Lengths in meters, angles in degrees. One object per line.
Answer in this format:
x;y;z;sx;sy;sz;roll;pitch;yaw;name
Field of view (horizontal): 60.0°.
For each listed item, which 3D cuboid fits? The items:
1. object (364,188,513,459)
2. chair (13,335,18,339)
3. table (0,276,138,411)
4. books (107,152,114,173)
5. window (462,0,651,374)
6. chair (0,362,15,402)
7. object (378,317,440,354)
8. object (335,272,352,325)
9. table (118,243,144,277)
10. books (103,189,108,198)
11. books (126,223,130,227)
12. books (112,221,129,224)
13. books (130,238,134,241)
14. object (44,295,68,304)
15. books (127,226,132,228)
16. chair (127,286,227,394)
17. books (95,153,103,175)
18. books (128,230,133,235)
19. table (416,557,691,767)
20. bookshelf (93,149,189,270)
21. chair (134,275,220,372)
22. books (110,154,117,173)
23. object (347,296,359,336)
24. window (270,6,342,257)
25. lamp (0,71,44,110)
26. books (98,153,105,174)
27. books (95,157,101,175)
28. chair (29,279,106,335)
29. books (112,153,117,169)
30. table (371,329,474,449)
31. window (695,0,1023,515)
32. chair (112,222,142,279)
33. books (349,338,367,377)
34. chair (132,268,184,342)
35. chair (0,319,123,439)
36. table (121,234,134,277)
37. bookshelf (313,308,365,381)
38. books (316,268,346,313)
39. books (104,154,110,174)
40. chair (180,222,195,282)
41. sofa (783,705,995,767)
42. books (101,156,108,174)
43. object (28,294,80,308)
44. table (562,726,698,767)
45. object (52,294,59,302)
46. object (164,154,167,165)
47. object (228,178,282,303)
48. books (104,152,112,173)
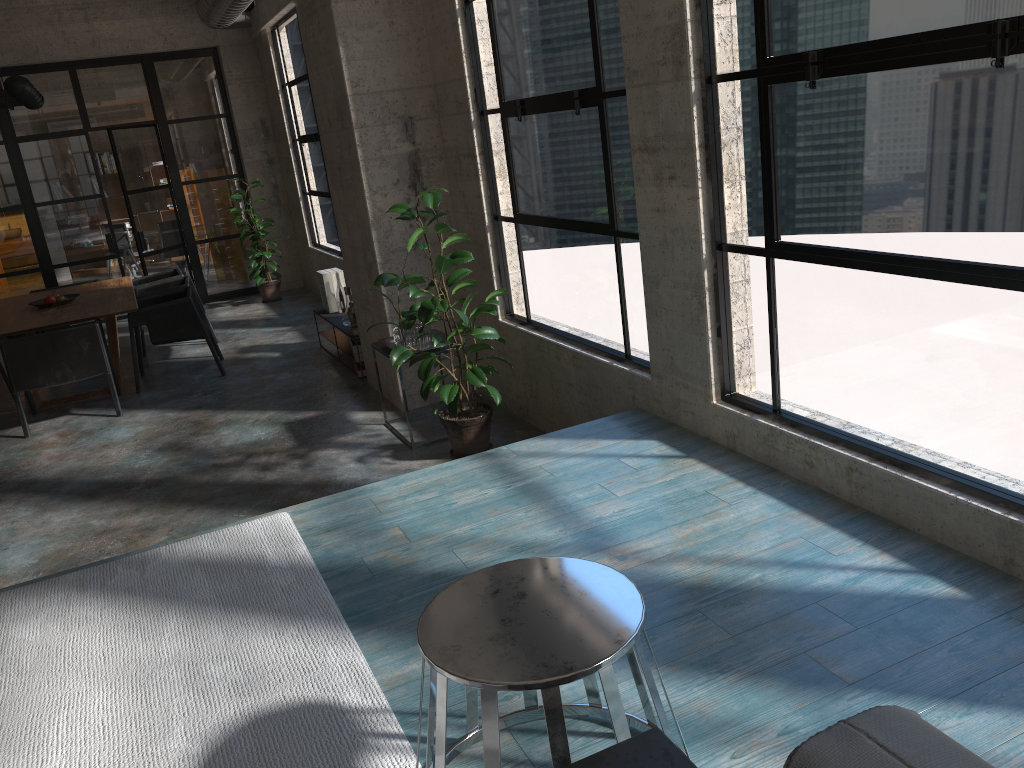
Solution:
-0.363;-0.310;4.965;0.886;1.552;0.514;-19;20;-33;object
-5.051;-0.295;8.377;0.754;0.738;0.707;-14;18;-21;chair
-4.072;-0.374;8.166;1.299;0.756;2.410;-14;18;-21;table
-7.376;-4.065;16.281;0.036;0.379;0.244;-14;18;-21;books
0.173;-1.428;4.522;0.081;2.530;1.780;-14;18;-21;window
-4.760;-0.134;7.722;0.754;0.738;0.707;-14;18;-21;chair
-0.624;-0.356;5.495;0.327;0.253;0.546;-14;18;-21;object
-1.422;-0.753;7.693;0.199;0.365;0.703;-11;17;-10;object
-5.181;-1.855;13.559;1.800;0.721;0.800;-14;18;-21;table
-7.548;-3.575;16.315;0.158;0.326;0.255;-14;18;-21;books
-7.351;-2.944;16.570;0.379;0.064;0.244;-16;19;-26;books
-7.360;-2.990;16.550;0.379;0.036;0.244;-14;18;-21;books
-7.315;-2.691;16.623;0.379;0.064;0.244;-16;19;-26;books
-4.117;-0.769;7.991;0.100;0.097;0.219;-1;18;21;object
-7.345;-2.898;16.563;0.444;0.021;0.272;-14;18;-21;books
-3.021;-0.426;7.901;0.754;0.738;0.707;-13;18;-16;chair
-7.542;-4.019;16.205;0.036;0.379;0.244;-14;18;-21;books
-7.323;-2.807;16.595;0.379;0.064;0.244;-19;20;-33;books
0.064;0.674;1.805;0.620;0.472;0.620;-13;18;-18;table
-6.913;-3.333;16.648;3.034;2.179;0.366;-14;18;-21;bookshelf
-3.319;-0.621;8.669;0.754;0.738;0.707;-13;18;-16;chair
-7.328;-4.049;16.300;0.055;0.326;0.255;-14;18;-21;books
-1.223;-0.601;7.164;0.248;0.333;0.415;-4;17;14;object
-3.495;-3.383;12.541;0.081;2.530;7.902;-14;18;-21;window
-4.414;-2.984;7.365;0.583;1.327;1.813;-14;18;-21;lamp
-7.513;-4.030;16.227;0.036;0.379;0.244;-14;18;-21;books
-7.590;-3.987;16.214;0.055;0.326;0.255;-14;18;-21;books
-4.646;-0.662;9.397;0.707;0.738;0.754;-14;18;-21;chair
-7.291;-4.087;16.314;0.036;0.379;0.244;-14;18;-21;books
-0.559;0.013;5.665;0.450;0.563;0.600;-14;18;-21;table
1.084;-0.943;2.529;0.081;2.530;1.780;-14;18;-21;window
-6.241;-2.115;14.376;0.653;1.015;0.684;-4;17;12;chair
-1.165;-0.251;7.269;0.274;0.263;0.393;-11;17;-11;books
-3.658;-0.788;9.366;0.754;0.738;0.707;-14;18;-21;chair
-3.573;-0.096;7.069;0.707;0.738;0.754;-14;18;-21;chair
-6.137;-2.214;15.158;1.800;0.721;0.800;-14;18;-21;table
-1.365;-0.398;7.737;0.350;0.347;1.600;-14;18;-21;bookshelf
-1.647;-0.864;8.162;0.191;0.362;0.277;-14;18;-21;books
-7.434;-4.037;16.261;0.021;0.355;0.272;-14;18;-21;books
-5.007;-1.926;13.210;0.653;1.015;0.684;-15;18;-22;chair
0.563;0.942;0.339;1.019;0.680;2.063;-14;18;-21;sofa
-7.461;-4.012;16.238;0.055;0.326;0.255;-14;18;-21;books
-4.133;-0.759;8.011;0.435;0.079;0.435;-3;17;14;object
0.166;0.861;1.311;0.420;0.390;0.413;-14;18;-21;table
-4.128;-0.784;8.061;0.088;0.082;0.110;-2;18;17;object
-6.433;-4.213;16.605;0.189;0.230;0.190;-1;18;22;object
-3.181;-1.790;11.054;0.514;1.552;0.886;-15;18;-24;object
-7.415;-4.060;16.280;0.036;0.379;0.244;-14;18;-21;books
